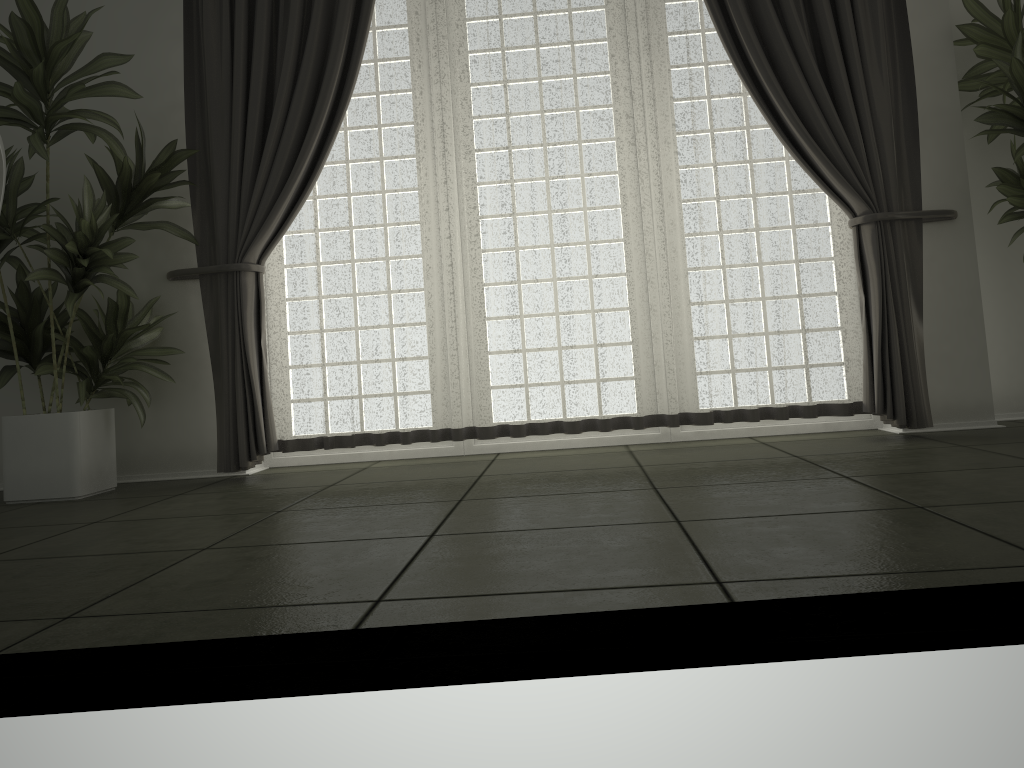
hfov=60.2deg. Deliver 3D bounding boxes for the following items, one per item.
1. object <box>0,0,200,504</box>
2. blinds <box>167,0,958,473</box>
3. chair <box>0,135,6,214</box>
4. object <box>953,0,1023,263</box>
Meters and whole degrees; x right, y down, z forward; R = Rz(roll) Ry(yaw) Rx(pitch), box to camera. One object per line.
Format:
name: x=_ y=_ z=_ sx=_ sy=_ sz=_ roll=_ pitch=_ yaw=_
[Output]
object: x=-2.000 y=-0.573 z=3.782 sx=1.158 sy=2.110 sz=1.036 roll=-5 pitch=-4 yaw=22
blinds: x=0.155 y=-0.983 z=4.093 sx=3.657 sy=2.622 sz=0.656 roll=-4 pitch=-4 yaw=4
chair: x=-1.463 y=-0.057 z=1.846 sx=0.689 sy=1.071 sz=0.592 roll=-4 pitch=-3 yaw=4
object: x=2.537 y=-0.887 z=3.674 sx=1.158 sy=2.110 sz=1.036 roll=-5 pitch=-4 yaw=22
